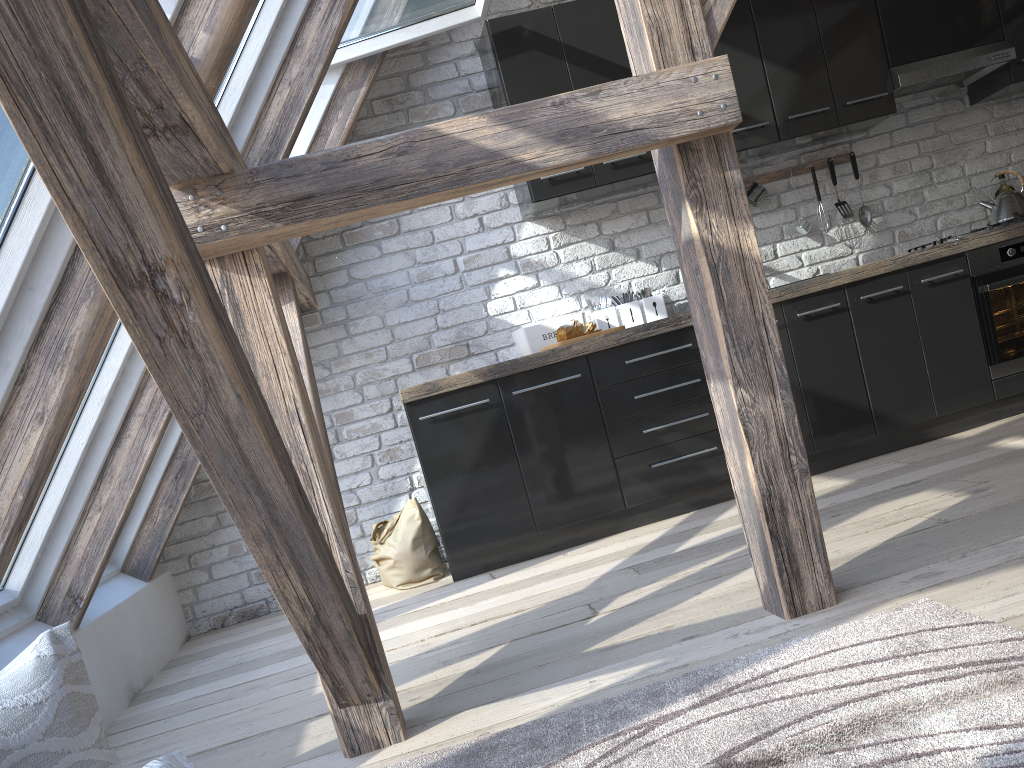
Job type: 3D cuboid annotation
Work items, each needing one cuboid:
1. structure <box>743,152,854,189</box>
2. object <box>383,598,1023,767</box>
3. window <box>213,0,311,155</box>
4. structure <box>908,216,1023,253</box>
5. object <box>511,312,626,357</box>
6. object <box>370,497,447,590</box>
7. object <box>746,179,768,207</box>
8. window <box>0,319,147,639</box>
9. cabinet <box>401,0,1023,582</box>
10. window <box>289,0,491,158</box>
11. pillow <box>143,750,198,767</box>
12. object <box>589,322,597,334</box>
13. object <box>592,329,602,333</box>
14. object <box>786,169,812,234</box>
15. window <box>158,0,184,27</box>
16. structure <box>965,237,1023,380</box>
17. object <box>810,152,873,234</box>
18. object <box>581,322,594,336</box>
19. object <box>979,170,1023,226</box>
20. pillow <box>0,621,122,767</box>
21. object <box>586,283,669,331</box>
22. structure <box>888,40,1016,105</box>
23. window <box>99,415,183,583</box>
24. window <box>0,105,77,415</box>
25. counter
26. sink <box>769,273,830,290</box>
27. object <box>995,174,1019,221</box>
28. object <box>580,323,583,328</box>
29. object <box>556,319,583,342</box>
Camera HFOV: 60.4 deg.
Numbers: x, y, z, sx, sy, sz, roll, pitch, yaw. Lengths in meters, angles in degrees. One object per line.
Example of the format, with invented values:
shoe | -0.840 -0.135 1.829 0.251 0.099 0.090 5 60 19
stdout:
structure | 1.253 -1.018 4.328 0.928 0.046 0.081 -15 1 -6
object | 0.129 0.699 0.389 2.179 0.057 3.178 -15 0 -7
window | -0.584 -1.407 2.384 1.092 1.290 0.850 -16 5 -7
structure | 2.256 -0.731 4.239 0.603 0.032 0.495 -15 0 -7
object | 0.246 -0.239 4.014 0.377 0.135 0.592 -15 0 -19
object | -0.516 0.725 4.021 0.396 0.394 0.331 -14 4 18
object | 1.189 -0.937 4.303 0.118 0.140 0.092 -15 5 10
window | -1.225 0.008 2.409 1.092 1.290 0.850 -16 5 -7
cabinet | 1.506 -0.933 3.366 4.198 2.536 2.081 -15 4 -7
window | -0.771 -1.351 3.285 1.514 1.290 0.850 -16 4 -7
pillow | -0.637 0.840 1.518 0.481 0.244 0.526 -14 1 34
object | 0.339 -0.240 3.893 0.072 0.055 0.083 -17 2 -31
object | 0.365 -0.227 3.915 0.067 0.017 0.078 -15 0 -30
object | 1.414 -0.901 4.350 0.070 0.330 0.065 -16 6 -7
window | -0.503 -1.433 1.470 1.400 1.290 0.850 -16 4 -7
structure | 2.356 -0.370 4.262 0.585 0.596 0.581 -16 3 -7
object | 1.627 -0.936 4.345 0.281 0.385 0.069 -16 6 -6
object | 0.322 -0.237 3.870 0.071 0.058 0.084 -17 2 -32
object | 2.357 -0.898 4.188 0.219 0.238 0.222 -16 4 -17
pillow | -0.960 0.783 1.332 0.500 0.538 1.148 -15 1 -3
object | 0.560 -0.358 4.240 0.403 0.203 0.146 -15 4 -5
structure | 2.037 -1.489 4.256 0.597 0.104 0.367 -15 0 -7
window | -1.353 0.048 3.317 1.092 1.290 0.850 -16 5 -7
window | -1.097 -0.032 1.501 1.092 1.290 0.850 -16 5 -7
counter | 1.537 -0.079 3.370 3.797 0.861 2.235 -15 1 -7
sink | 1.110 -0.436 4.102 0.524 0.521 0.512 -16 3 -7
object | 2.538 -0.939 4.489 0.089 0.286 0.081 -16 6 -12
object | 0.288 -0.233 3.918 0.073 0.068 0.080 -17 3 -35
object | 0.245 -0.231 3.838 0.088 0.088 0.087 -17 4 -30
